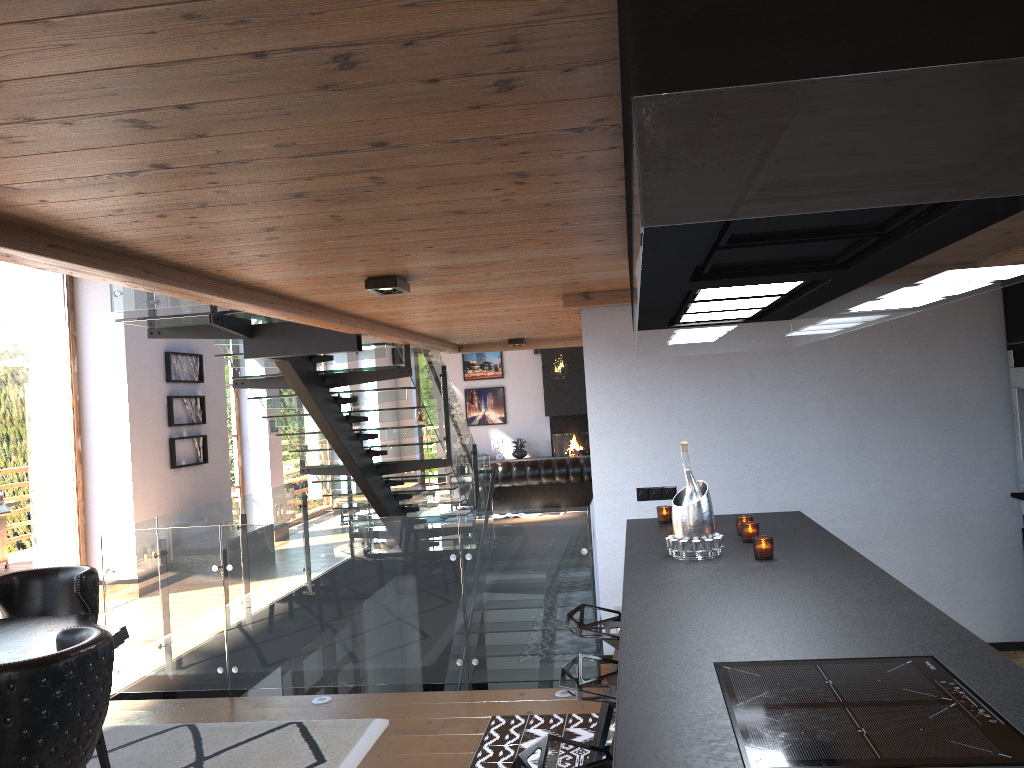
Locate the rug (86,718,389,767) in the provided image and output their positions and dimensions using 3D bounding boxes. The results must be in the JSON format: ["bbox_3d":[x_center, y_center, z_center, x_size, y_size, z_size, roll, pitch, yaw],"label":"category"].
[{"bbox_3d":[-2.306,1.959,2.425,2.544,0.047,5.646,-4,-1,7],"label":"rug"}]

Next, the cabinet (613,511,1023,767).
[{"bbox_3d":[0.749,1.205,2.202,0.886,1.104,4.814,-4,-1,8],"label":"cabinet"}]

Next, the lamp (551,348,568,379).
[{"bbox_3d":[0.797,-1.195,16.274,0.262,2.202,0.802,-4,-2,-1],"label":"lamp"}]

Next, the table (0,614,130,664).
[{"bbox_3d":[-2.439,1.506,2.126,1.425,0.950,3.807,-4,-1,8],"label":"table"}]

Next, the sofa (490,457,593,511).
[{"bbox_3d":[0.639,1.582,14.060,2.559,0.838,1.242,-4,-1,6],"label":"sofa"}]

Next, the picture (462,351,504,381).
[{"bbox_3d":[-0.645,-0.500,19.319,0.877,0.816,0.036,-4,-2,6],"label":"picture"}]

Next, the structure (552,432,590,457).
[{"bbox_3d":[1.346,1.289,18.659,0.980,0.514,0.184,-4,-2,6],"label":"structure"}]

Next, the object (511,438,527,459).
[{"bbox_3d":[0.153,1.365,18.906,0.338,0.455,0.337,-5,-2,33],"label":"object"}]

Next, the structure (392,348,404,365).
[{"bbox_3d":[-2.504,-0.609,19.454,0.213,0.349,0.214,-4,-2,7],"label":"structure"}]

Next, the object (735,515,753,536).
[{"bbox_3d":[1.029,0.626,3.922,0.080,0.081,0.078,-3,-2,-28],"label":"object"}]

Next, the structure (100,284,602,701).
[{"bbox_3d":[-3.546,1.759,7.628,9.184,6.401,11.055,-4,-1,7],"label":"structure"}]

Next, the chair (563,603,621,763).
[{"bbox_3d":[0.481,1.383,3.723,0.468,0.840,0.540,-4,-2,7],"label":"chair"}]

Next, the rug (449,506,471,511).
[{"bbox_3d":[-0.916,2.090,14.728,3.796,0.053,2.439,-4,-1,8],"label":"rug"}]

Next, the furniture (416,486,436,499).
[{"bbox_3d":[-2.182,1.987,15.076,1.172,0.437,2.767,-4,-1,8],"label":"furniture"}]

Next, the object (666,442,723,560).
[{"bbox_3d":[0.711,0.453,3.507,0.225,0.452,0.225,-4,-2,7],"label":"object"}]

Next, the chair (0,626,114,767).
[{"bbox_3d":[-1.541,1.369,2.783,0.567,1.092,0.505,-4,-2,6],"label":"chair"}]

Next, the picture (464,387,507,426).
[{"bbox_3d":[-0.581,0.493,19.288,0.877,0.816,0.036,-4,-2,6],"label":"picture"}]

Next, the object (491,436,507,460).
[{"bbox_3d":[-0.289,1.366,18.891,0.261,0.532,0.423,-3,-2,-24],"label":"object"}]

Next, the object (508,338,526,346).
[{"bbox_3d":[0.051,-0.428,8.969,0.155,0.068,0.262,-4,-1,7],"label":"object"}]

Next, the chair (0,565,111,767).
[{"bbox_3d":[-2.199,1.438,4.113,0.503,1.092,0.569,-4,-2,6],"label":"chair"}]

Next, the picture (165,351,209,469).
[{"bbox_3d":[-3.770,0.296,10.292,0.059,1.312,0.776,-4,-2,8],"label":"picture"}]

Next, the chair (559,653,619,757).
[{"bbox_3d":[0.420,1.372,2.967,0.468,0.840,0.539,-4,-2,4],"label":"chair"}]

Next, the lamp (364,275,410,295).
[{"bbox_3d":[-0.597,-0.479,4.257,0.155,0.068,0.262,-4,-1,7],"label":"lamp"}]

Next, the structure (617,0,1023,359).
[{"bbox_3d":[0.681,-0.395,2.438,0.709,0.476,3.259,-4,-1,8],"label":"structure"}]

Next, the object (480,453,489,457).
[{"bbox_3d":[-0.625,1.571,19.014,0.280,0.161,0.260,-4,-1,9],"label":"object"}]

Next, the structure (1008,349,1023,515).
[{"bbox_3d":[2.898,0.272,4.781,0.254,0.946,0.599,-4,-2,8],"label":"structure"}]

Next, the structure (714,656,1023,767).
[{"bbox_3d":[0.692,0.656,1.791,0.503,0.017,0.612,-4,-1,7],"label":"structure"}]

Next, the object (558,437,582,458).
[{"bbox_3d":[1.083,1.240,15.563,0.403,0.808,0.624,-4,-2,18],"label":"object"}]

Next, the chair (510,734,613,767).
[{"bbox_3d":[0.242,1.368,2.196,0.467,0.840,0.541,-4,-2,13],"label":"chair"}]

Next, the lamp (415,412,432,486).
[{"bbox_3d":[-1.688,1.289,18.238,0.522,1.899,1.335,-5,-2,28],"label":"lamp"}]

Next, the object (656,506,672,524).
[{"bbox_3d":[0.764,0.654,4.433,0.078,0.081,0.080,-5,-2,42],"label":"object"}]

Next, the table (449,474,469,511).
[{"bbox_3d":[-0.797,1.804,14.739,0.404,0.609,0.418,-4,-2,7],"label":"table"}]

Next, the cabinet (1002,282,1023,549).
[{"bbox_3d":[2.700,0.432,1.871,0.541,2.381,6.447,-4,-1,8],"label":"cabinet"}]

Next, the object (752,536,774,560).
[{"bbox_3d":[0.951,0.620,3.352,0.080,0.081,0.078,-3,-2,-28],"label":"object"}]

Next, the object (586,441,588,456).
[{"bbox_3d":[1.689,1.512,18.237,0.311,1.018,0.304,-2,-2,-38],"label":"object"}]

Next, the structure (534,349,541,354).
[{"bbox_3d":[0.562,-0.816,19.111,0.213,0.349,0.214,-4,-2,7],"label":"structure"}]

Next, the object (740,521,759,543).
[{"bbox_3d":[1.003,0.624,3.733,0.080,0.081,0.078,-3,-2,-28],"label":"object"}]

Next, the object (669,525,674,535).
[{"bbox_3d":[0.707,0.644,3.762,0.080,0.081,0.078,-3,-2,-28],"label":"object"}]
